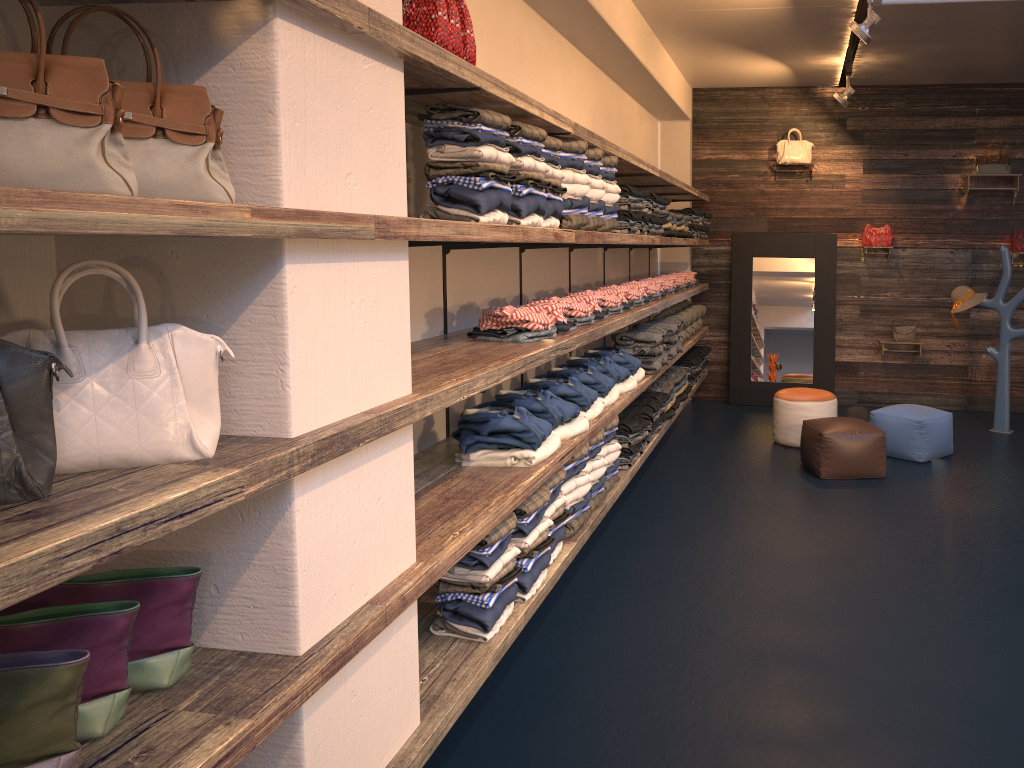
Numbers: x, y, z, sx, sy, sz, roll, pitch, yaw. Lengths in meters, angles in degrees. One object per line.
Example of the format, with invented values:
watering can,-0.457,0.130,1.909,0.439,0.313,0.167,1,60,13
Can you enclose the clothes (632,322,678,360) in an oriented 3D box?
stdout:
clothes,1.146,-0.348,6.940,0.371,0.301,0.356,1,8,2

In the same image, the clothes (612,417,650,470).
clothes,0.667,0.361,5.468,0.355,0.297,0.342,3,8,17

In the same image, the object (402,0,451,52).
object,-0.349,-1.070,2.485,0.310,0.243,0.147,2,7,10

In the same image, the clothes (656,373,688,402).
clothes,1.345,0.024,7.742,0.392,0.249,0.370,4,9,23

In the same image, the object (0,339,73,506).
object,-0.920,0.006,1.323,0.463,0.383,0.177,-6,9,-41

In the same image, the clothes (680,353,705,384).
clothes,1.767,-0.166,8.818,0.363,0.297,0.326,1,7,3

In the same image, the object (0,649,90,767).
object,-0.895,0.559,1.382,0.428,0.234,0.174,-1,7,-9

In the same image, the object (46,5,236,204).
object,-0.734,-0.511,1.601,0.415,0.364,0.165,-5,8,-35

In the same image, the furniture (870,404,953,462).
furniture,3.449,0.392,7.509,0.704,0.420,0.599,-6,10,-36

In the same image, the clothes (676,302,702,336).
clothes,1.746,-0.677,8.861,0.320,0.339,0.416,3,8,21

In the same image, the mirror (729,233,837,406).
mirror,3.014,-0.713,9.659,1.122,1.906,0.276,1,6,10

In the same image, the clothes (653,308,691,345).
clothes,1.458,-0.540,7.991,0.320,0.339,0.416,3,8,21

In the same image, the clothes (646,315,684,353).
clothes,1.260,-0.414,7.314,0.389,0.315,0.362,0,8,1

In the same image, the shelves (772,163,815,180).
shelves,3.075,-2.323,9.490,0.438,0.156,0.254,2,8,12

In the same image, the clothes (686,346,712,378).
clothes,1.926,-0.243,9.306,0.351,0.297,0.678,3,9,18

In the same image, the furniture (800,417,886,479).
furniture,2.625,0.481,6.895,0.656,0.420,0.646,0,8,-2

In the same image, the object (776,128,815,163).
object,3.085,-2.588,9.461,0.428,0.383,0.193,0,6,-1

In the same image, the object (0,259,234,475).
object,-0.751,-0.040,1.618,0.460,0.383,0.178,-5,8,-33

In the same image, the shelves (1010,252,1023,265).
shelves,5.429,-1.292,9.188,0.438,0.209,0.254,2,8,12

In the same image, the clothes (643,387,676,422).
clothes,1.079,0.151,6.940,0.392,0.249,0.370,4,9,23

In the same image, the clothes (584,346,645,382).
clothes,0.645,-0.127,5.747,0.410,0.239,0.447,3,9,14

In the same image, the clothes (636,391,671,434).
clothes,0.977,0.209,6.438,0.335,0.297,0.324,3,8,20

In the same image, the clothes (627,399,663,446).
clothes,0.870,0.259,6.114,0.340,0.297,0.319,2,8,14

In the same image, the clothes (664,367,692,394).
clothes,1.476,-0.037,8.132,0.404,0.249,0.360,2,8,11

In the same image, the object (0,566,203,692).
object,-0.843,0.499,1.754,0.426,0.234,0.175,-1,7,-7

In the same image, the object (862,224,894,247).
object,3.967,-1.611,9.418,0.319,0.252,0.146,4,7,23

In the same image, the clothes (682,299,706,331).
clothes,1.891,-0.745,9.296,0.320,0.339,0.416,3,8,21

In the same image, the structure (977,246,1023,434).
structure,4.808,-0.428,8.390,0.890,1.796,0.188,5,8,40

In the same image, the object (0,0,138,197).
object,-0.816,-0.472,1.352,0.415,0.364,0.165,-5,8,-35

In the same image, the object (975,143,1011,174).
object,5.071,-2.368,9.147,0.333,0.333,0.175,3,7,23

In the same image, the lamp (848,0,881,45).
lamp,2.289,-2.353,5.634,0.195,0.325,0.223,-4,8,-31

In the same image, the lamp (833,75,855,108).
lamp,3.152,-2.763,8.235,0.195,0.325,0.223,-4,8,-31

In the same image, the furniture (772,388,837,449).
furniture,2.649,0.297,7.857,0.556,0.477,0.608,3,8,17

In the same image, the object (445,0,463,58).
object,-0.318,-1.085,2.581,0.307,0.243,0.148,2,7,13

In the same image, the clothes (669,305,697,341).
clothes,1.602,-0.608,8.426,0.320,0.339,0.416,3,8,21

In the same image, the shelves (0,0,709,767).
shelves,3.024,0.465,0.890,8.331,2.211,17.577,3,9,16

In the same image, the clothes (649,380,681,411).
clothes,1.210,0.089,7.330,0.404,0.249,0.360,2,8,11

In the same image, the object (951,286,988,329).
object,4.533,-0.754,8.623,0.326,0.438,0.368,1,7,11

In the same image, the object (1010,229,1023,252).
object,5.436,-1.503,9.156,0.321,0.253,0.138,0,6,-2

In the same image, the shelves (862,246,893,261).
shelves,3.965,-1.412,9.424,0.294,0.156,0.255,2,8,13

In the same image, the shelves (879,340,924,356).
shelves,4.243,-0.395,9.478,0.438,0.142,0.255,2,8,12

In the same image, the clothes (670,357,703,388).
clothes,1.671,-0.115,8.495,0.355,0.297,0.342,3,8,17

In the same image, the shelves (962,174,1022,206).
shelves,5.065,-2.048,9.177,0.541,0.315,0.254,2,7,11

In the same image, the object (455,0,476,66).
object,-0.281,-1.101,2.683,0.314,0.243,0.145,1,6,6

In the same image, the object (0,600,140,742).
object,-0.897,0.530,1.563,0.433,0.234,0.172,-1,7,-13

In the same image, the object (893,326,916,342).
object,4.272,-0.548,9.451,0.278,0.174,0.101,-1,6,-12

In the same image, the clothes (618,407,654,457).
clothes,0.763,0.310,5.792,0.363,0.297,0.326,1,7,3
